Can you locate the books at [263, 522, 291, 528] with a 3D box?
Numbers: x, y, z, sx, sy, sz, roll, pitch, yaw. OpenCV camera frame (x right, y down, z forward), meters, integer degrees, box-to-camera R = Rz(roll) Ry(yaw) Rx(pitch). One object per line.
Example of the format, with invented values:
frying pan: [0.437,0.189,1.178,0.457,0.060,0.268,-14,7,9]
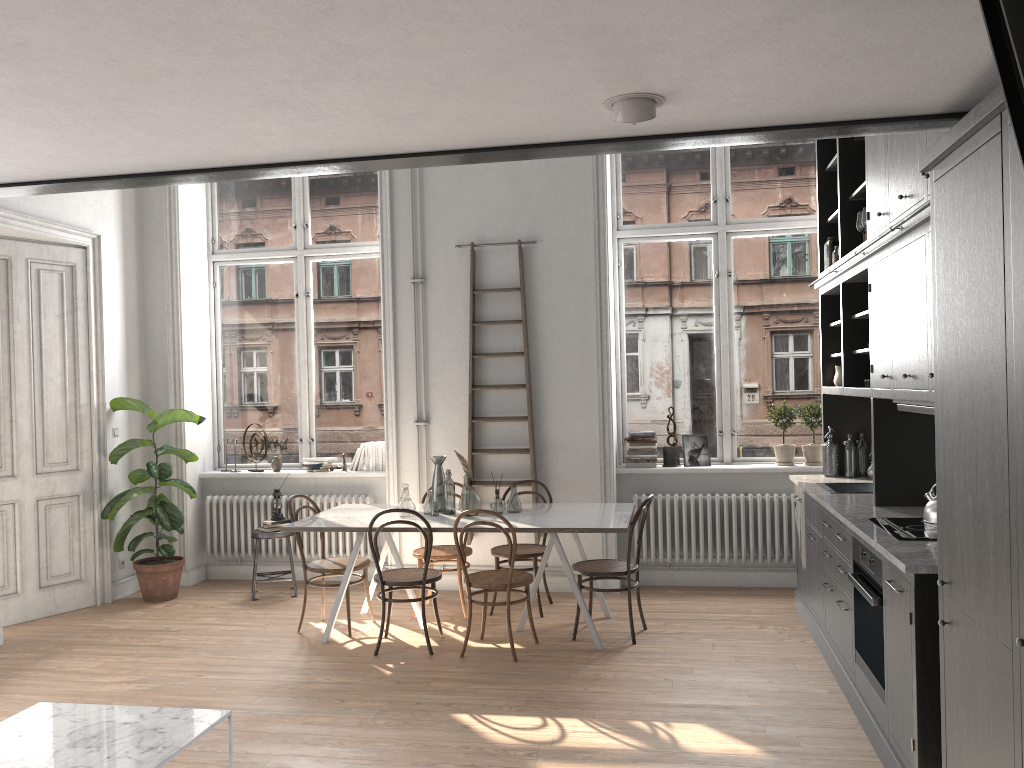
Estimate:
books: [-1.908,1.143,7.230,0.232,0.029,0.163,-1,0,-19]

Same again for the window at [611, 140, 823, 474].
window: [8.347,-5.316,9.094,14.385,15.936,26.396,-1,0,10]

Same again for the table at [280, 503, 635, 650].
table: [-0.288,1.272,6.004,2.200,0.780,1.100,-1,0,10]

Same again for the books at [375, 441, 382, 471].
books: [-1.146,0.622,7.675,0.019,0.244,0.174,-1,0,10]

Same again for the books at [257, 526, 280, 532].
books: [-1.920,1.170,7.230,0.246,0.034,0.194,-1,0,-40]

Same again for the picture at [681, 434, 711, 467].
picture: [1.488,0.541,7.219,0.221,0.264,0.149,-1,0,-6]

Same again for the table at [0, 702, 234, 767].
table: [-1.590,1.492,3.151,0.849,0.392,0.849,-1,0,10]

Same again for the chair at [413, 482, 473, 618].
chair: [-0.501,1.210,6.556,0.438,0.920,0.549,-1,0,8]

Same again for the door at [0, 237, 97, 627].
door: [-3.587,0.339,6.540,0.216,2.814,1.097,-1,0,35]

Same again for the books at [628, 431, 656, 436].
books: [1.062,0.404,7.257,0.201,0.024,0.159,-1,0,0]

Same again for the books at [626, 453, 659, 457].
books: [1.067,0.580,7.251,0.255,0.014,0.192,-2,0,13]

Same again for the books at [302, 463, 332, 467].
books: [-1.698,0.703,7.743,0.221,0.023,0.147,-2,0,26]

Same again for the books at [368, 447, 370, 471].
books: [-1.211,0.643,7.671,0.020,0.205,0.155,-1,0,10]

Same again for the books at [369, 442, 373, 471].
books: [-1.191,0.624,7.657,0.024,0.243,0.175,-1,0,10]

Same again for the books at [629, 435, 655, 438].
books: [1.066,0.425,7.247,0.205,0.020,0.155,-1,0,10]

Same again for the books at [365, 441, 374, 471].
books: [-1.233,0.625,7.696,0.024,0.243,0.175,-1,0,10]

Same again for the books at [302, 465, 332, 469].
books: [-1.699,0.725,7.744,0.205,0.022,0.155,-2,0,30]

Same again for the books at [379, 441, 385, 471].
books: [-1.106,0.621,7.650,0.019,0.244,0.174,-1,0,10]

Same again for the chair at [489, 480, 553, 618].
chair: [0.077,1.195,6.533,0.438,0.920,0.549,-1,0,17]

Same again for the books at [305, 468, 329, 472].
books: [-1.704,0.748,7.749,0.147,0.023,0.221,-1,0,-31]

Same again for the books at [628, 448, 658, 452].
books: [1.069,0.534,7.247,0.205,0.022,0.155,-2,0,24]

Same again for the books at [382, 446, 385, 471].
books: [-1.084,0.640,7.648,0.020,0.205,0.155,-1,0,10]

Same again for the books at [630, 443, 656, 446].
books: [1.068,0.489,7.246,0.205,0.022,0.155,-1,0,5]

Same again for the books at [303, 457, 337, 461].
books: [-1.676,0.656,7.747,0.244,0.019,0.174,-2,0,20]

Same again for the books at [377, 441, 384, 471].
books: [-1.124,0.622,7.676,0.024,0.243,0.175,-1,0,10]

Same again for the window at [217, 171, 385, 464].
window: [-1.861,-0.706,7.939,1.622,2.843,0.013,-1,0,10]

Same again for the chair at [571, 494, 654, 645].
chair: [0.659,1.179,5.786,0.549,0.920,0.438,-1,0,23]

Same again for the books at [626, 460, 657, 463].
books: [1.056,0.622,7.238,0.249,0.023,0.175,-1,0,6]

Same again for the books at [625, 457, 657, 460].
books: [1.055,0.599,7.238,0.249,0.023,0.175,-1,0,11]

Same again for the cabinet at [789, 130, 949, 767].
cabinet: [2.008,-0.190,4.758,0.635,3.583,3.250,-1,0,10]

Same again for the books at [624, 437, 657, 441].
books: [1.054,0.447,7.249,0.231,0.023,0.162,-2,0,26]

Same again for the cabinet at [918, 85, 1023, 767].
cabinet: [1.567,0.423,2.224,0.633,2.371,1.401,-1,0,10]

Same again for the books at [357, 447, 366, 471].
books: [-1.283,0.645,7.684,0.072,0.203,0.155,-1,0,10]

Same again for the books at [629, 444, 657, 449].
books: [1.073,0.511,7.252,0.222,0.024,0.158,-1,0,10]

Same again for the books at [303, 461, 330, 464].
books: [-1.698,0.682,7.730,0.205,0.020,0.155,-1,0,0]

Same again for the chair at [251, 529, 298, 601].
chair: [-1.935,1.445,7.202,0.364,0.523,0.360,-2,0,-16]

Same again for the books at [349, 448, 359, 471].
books: [-1.346,0.650,7.698,0.105,0.194,0.155,-1,0,9]

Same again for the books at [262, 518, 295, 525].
books: [-1.907,1.121,7.231,0.147,0.027,0.221,-2,0,42]

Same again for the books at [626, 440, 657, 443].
books: [1.062,0.469,7.248,0.244,0.019,0.174,-1,0,10]

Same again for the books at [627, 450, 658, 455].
books: [1.066,0.559,7.252,0.245,0.028,0.193,-1,0,5]

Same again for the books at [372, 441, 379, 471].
books: [-1.168,0.623,7.662,0.019,0.244,0.174,-1,0,10]

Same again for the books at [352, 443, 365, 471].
books: [-1.309,0.630,7.687,0.100,0.235,0.174,-1,0,10]

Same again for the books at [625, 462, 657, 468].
books: [1.055,0.655,7.240,0.248,0.043,0.192,-1,0,10]
